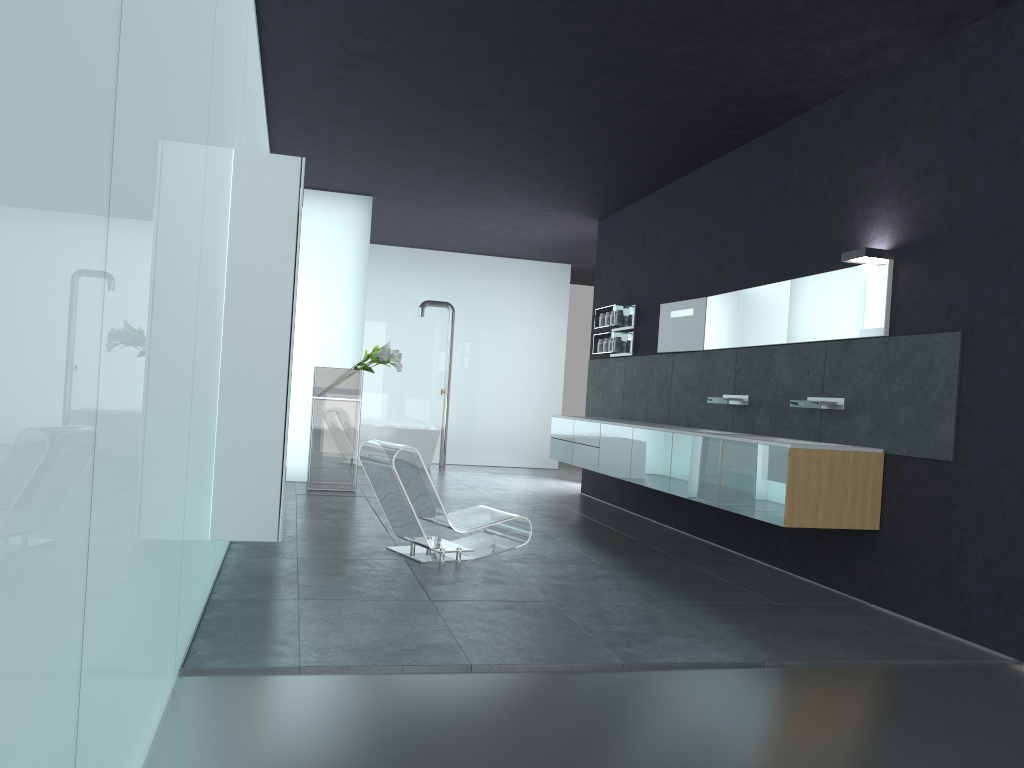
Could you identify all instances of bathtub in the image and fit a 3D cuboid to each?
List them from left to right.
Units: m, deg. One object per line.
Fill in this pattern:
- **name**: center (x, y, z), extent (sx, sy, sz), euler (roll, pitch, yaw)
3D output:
- **bathtub**: center (-2.243, 0.924, 14.779), extent (1.978, 0.859, 0.960), euler (4, 0, -14)

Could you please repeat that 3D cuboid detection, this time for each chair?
- **chair**: center (-0.520, 0.911, 7.013), extent (1.262, 0.871, 0.628), euler (4, 0, -32)

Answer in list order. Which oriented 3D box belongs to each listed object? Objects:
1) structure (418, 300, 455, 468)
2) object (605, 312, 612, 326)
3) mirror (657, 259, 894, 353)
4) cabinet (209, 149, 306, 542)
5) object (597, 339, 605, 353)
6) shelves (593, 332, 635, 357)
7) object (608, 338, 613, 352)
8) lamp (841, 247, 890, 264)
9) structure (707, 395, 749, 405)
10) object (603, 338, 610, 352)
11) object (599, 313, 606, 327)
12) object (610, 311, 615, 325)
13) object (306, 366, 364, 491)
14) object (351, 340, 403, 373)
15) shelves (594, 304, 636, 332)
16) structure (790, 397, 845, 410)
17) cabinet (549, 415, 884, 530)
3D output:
- **structure**: center (-1.349, 0.030, 14.976), extent (0.643, 2.872, 0.123), euler (4, 0, -14)
- **object**: center (1.219, -0.807, 11.148), extent (0.096, 0.184, 0.067), euler (4, 0, -5)
- **mirror**: center (2.151, -0.600, 7.935), extent (0.109, 0.532, 3.721), euler (4, -1, -15)
- **cabinet**: center (-2.166, -0.212, 7.965), extent (0.398, 2.215, 6.002), euler (4, -1, -14)
- **object**: center (1.146, -0.481, 11.358), extent (0.096, 0.184, 0.067), euler (4, 0, -22)
- **shelves**: center (1.262, -0.500, 11.098), extent (0.265, 0.285, 0.769), euler (4, -1, -14)
- **object**: center (1.243, -0.480, 10.967), extent (0.096, 0.184, 0.067), euler (4, 0, -16)
- **lamp**: center (2.505, -0.909, 6.292), extent (0.198, 0.066, 0.276), euler (4, -1, -14)
- **structure**: center (1.970, 0.140, 8.134), extent (0.186, 0.088, 0.482), euler (4, -1, -14)
- **object**: center (1.197, -0.480, 11.150), extent (0.096, 0.184, 0.067), euler (4, 0, -5)
- **object**: center (1.167, -0.808, 11.356), extent (0.096, 0.184, 0.067), euler (4, 0, -22)
- **object**: center (1.264, -0.807, 10.965), extent (0.096, 0.184, 0.067), euler (4, 0, -16)
- **object**: center (-2.208, 0.550, 11.032), extent (0.585, 1.491, 0.575), euler (4, 0, -14)
- **object**: center (-1.854, -0.199, 10.947), extent (1.025, 0.779, 0.974), euler (4, 0, -22)
- **shelves**: center (1.283, -0.827, 11.095), extent (0.265, 0.285, 0.769), euler (4, -1, -14)
- **structure**: center (2.310, 0.142, 6.757), extent (0.186, 0.088, 0.482), euler (4, -1, -14)
- **cabinet**: center (1.517, 0.697, 8.712), extent (0.734, 0.556, 5.581), euler (4, -1, -14)
